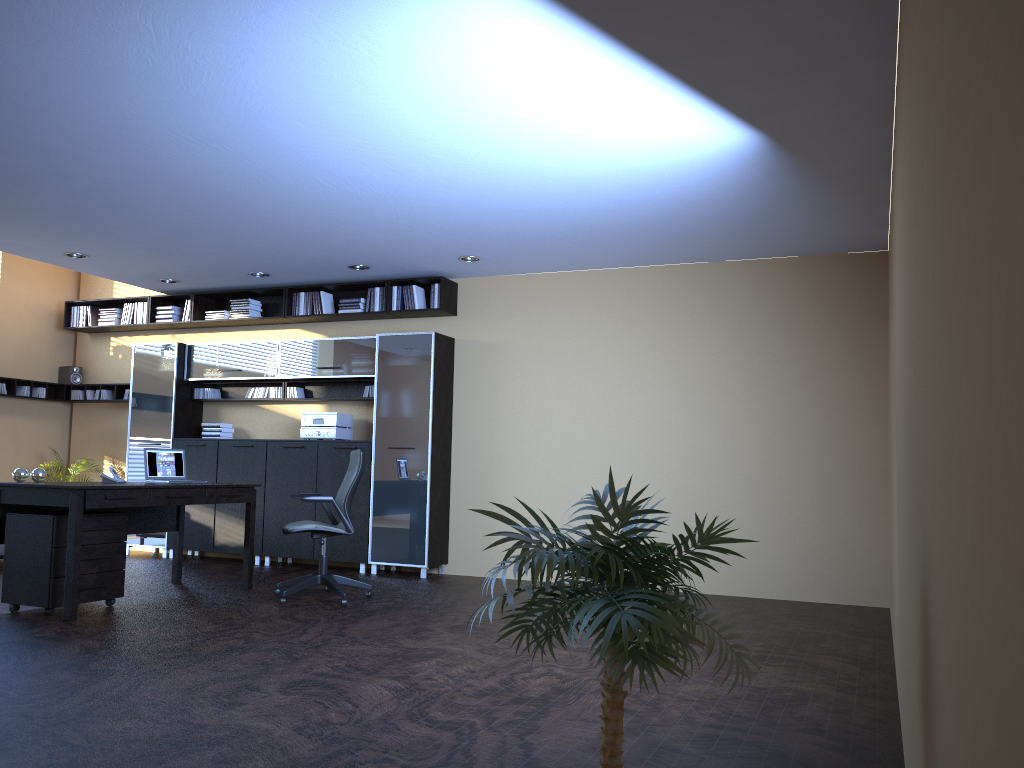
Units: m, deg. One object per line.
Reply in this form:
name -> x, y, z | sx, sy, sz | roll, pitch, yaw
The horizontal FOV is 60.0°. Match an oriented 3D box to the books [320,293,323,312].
books -> -1.985, -0.848, 9.528 | 0.072, 0.257, 0.208 | 0, -5, 23

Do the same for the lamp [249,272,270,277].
lamp -> -2.618, -1.178, 9.192 | 0.209, 0.096, 0.208 | 0, -5, 16

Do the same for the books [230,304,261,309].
books -> -2.981, -0.865, 9.924 | 0.258, 0.028, 0.208 | -1, -6, 22

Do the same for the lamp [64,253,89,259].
lamp -> -4.192, -1.280, 8.539 | 0.209, 0.096, 0.208 | 1, -5, 4

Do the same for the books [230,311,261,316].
books -> -2.980, -0.778, 9.922 | 0.258, 0.028, 0.208 | -1, -6, 22

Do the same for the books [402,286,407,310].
books -> -1.055, -0.862, 9.144 | 0.075, 0.259, 0.208 | 0, -5, 23

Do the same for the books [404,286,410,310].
books -> -1.034, -0.864, 9.112 | 0.075, 0.259, 0.208 | 0, -5, 22

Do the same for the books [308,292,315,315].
books -> -2.128, -0.847, 9.577 | 0.050, 0.258, 0.208 | 0, -5, 23

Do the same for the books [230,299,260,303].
books -> -2.988, -0.921, 9.931 | 0.258, 0.028, 0.208 | -1, -6, 22

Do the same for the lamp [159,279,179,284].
lamp -> -3.733, -1.161, 9.651 | 0.209, 0.096, 0.208 | -3, -7, 40

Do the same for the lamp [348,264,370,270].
lamp -> -1.503, -1.194, 8.732 | 0.209, 0.096, 0.208 | 0, -5, 16

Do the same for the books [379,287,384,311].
books -> -1.313, -0.860, 9.230 | 0.050, 0.258, 0.208 | 0, -5, 22

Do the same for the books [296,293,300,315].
books -> -2.271, -0.845, 9.637 | 0.050, 0.258, 0.208 | 0, -5, 23

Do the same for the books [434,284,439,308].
books -> -0.725, -0.868, 8.989 | 0.036, 0.258, 0.208 | 0, -5, 23

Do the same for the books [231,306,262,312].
books -> -2.968, -0.836, 9.928 | 0.258, 0.028, 0.208 | -1, -6, 22

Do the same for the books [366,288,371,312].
books -> -1.457, -0.857, 9.295 | 0.055, 0.260, 0.208 | 0, -5, 23

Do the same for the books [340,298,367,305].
books -> -1.654, -0.865, 9.371 | 0.258, 0.050, 0.208 | -1, -6, 22

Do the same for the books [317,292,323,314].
books -> -2.011, -0.848, 9.522 | 0.072, 0.257, 0.208 | 0, -5, 23

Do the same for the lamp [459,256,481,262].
lamp -> -0.388, -1.210, 8.273 | 0.209, 0.096, 0.208 | -3, -7, 40

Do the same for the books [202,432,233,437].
books -> -3.309, 0.568, 9.951 | 0.258, 0.050, 0.208 | -1, -6, 23

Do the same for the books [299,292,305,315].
books -> -2.225, -0.846, 9.613 | 0.050, 0.258, 0.208 | 0, -5, 23

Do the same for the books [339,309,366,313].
books -> -1.669, -0.749, 9.385 | 0.258, 0.050, 0.208 | -1, -6, 22

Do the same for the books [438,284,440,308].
books -> -0.683, -0.869, 8.972 | 0.050, 0.258, 0.208 | 0, -5, 22

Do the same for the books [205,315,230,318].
books -> -3.302, -0.747, 10.039 | 0.258, 0.028, 0.208 | -1, -6, 23

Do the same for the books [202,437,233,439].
books -> -3.302, 0.618, 9.939 | 0.258, 0.050, 0.208 | -1, -6, 23

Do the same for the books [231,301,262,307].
books -> -2.971, -0.894, 9.918 | 0.258, 0.028, 0.208 | -1, -6, 22

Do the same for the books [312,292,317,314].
books -> -2.069, -0.848, 9.551 | 0.075, 0.259, 0.208 | 0, -5, 23

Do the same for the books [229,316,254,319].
books -> -2.985, -0.723, 9.912 | 0.258, 0.028, 0.208 | -1, -6, 22

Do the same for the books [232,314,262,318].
books -> -2.961, -0.750, 9.914 | 0.258, 0.028, 0.208 | -1, -6, 23

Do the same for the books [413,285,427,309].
books -> -0.946, -0.866, 9.075 | 0.075, 0.259, 0.208 | 0, -5, 22

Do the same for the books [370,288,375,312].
books -> -1.406, -0.858, 9.277 | 0.050, 0.258, 0.208 | 0, -5, 23

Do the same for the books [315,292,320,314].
books -> -2.040, -0.849, 9.538 | 0.075, 0.259, 0.208 | 0, -5, 22

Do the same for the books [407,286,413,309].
books -> -1.003, -0.864, 9.104 | 0.075, 0.259, 0.208 | 0, -5, 23

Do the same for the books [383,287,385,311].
books -> -1.266, -0.861, 9.210 | 0.050, 0.258, 0.208 | 0, -5, 23

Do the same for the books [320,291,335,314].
books -> -1.973, -0.851, 9.496 | 0.072, 0.257, 0.208 | 0, -5, 22

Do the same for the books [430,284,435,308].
books -> -0.762, -0.867, 9.016 | 0.050, 0.258, 0.208 | 0, -5, 22

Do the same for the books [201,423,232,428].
books -> -3.315, 0.466, 9.961 | 0.258, 0.050, 0.208 | -1, -6, 22

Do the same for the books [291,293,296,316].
books -> -2.320, -0.844, 9.657 | 0.050, 0.258, 0.208 | 0, -5, 23

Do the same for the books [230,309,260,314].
books -> -2.994, -0.805, 9.945 | 0.258, 0.028, 0.208 | -1, -6, 22

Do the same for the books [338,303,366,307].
books -> -1.671, -0.823, 9.383 | 0.258, 0.031, 0.208 | -1, -6, 22

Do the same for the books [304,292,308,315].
books -> -2.175, -0.846, 9.599 | 0.050, 0.258, 0.208 | 0, -5, 22

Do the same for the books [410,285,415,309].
books -> -0.975, -0.865, 9.088 | 0.075, 0.259, 0.208 | 0, -5, 22

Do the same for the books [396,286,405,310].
books -> -1.123, -0.863, 9.148 | 0.050, 0.258, 0.208 | 0, -5, 22

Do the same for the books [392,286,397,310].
books -> -1.171, -0.862, 9.168 | 0.050, 0.258, 0.208 | 0, -5, 22

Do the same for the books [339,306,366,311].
books -> -1.661, -0.792, 9.377 | 0.258, 0.031, 0.208 | -1, -6, 22

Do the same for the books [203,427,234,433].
books -> -3.293, 0.518, 9.958 | 0.258, 0.050, 0.208 | -1, -6, 23

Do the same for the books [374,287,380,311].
books -> -1.362, -0.859, 9.249 | 0.050, 0.258, 0.208 | 0, -5, 22
